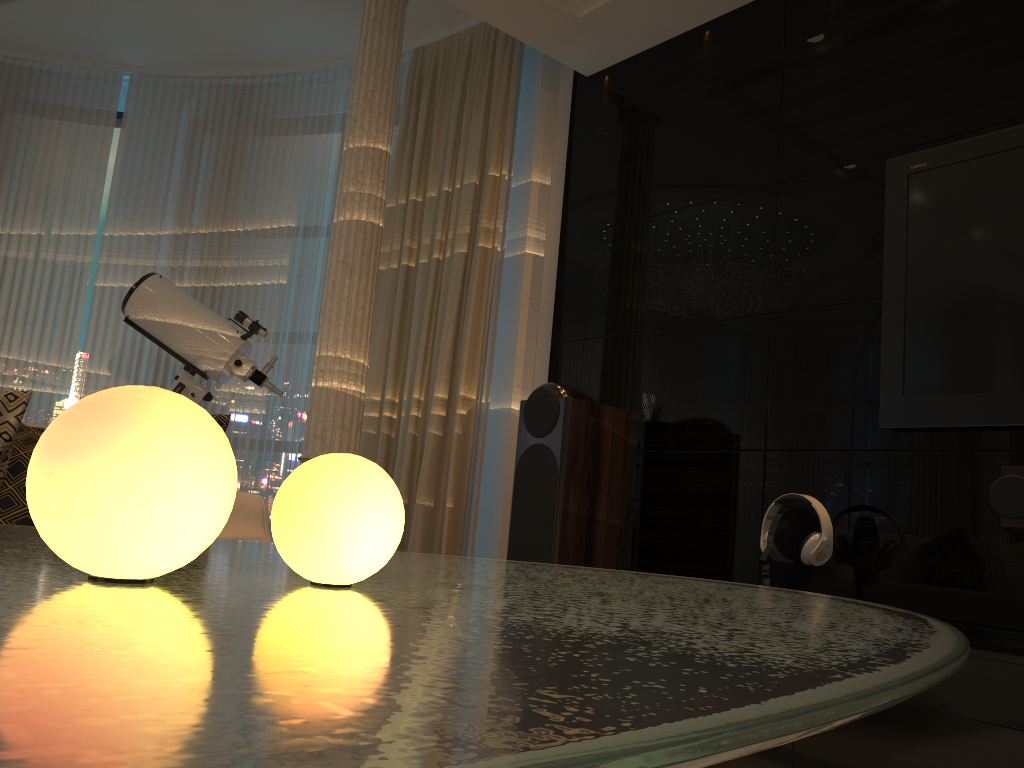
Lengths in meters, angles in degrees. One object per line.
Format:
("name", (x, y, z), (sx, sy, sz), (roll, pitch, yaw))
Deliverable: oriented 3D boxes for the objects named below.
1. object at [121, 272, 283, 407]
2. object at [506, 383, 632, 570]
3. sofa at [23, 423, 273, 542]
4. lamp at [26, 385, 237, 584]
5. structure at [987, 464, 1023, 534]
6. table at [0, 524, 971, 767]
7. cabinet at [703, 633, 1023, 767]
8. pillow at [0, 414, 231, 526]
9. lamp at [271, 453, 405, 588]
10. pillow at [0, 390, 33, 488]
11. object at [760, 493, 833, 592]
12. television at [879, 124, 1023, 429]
("object", (-1.237, 0.301, 3.366), (0.616, 1.471, 0.570), (11, -10, -33))
("object", (0.230, 0.577, 3.167), (0.468, 1.127, 0.285), (12, -11, -39))
("sofa", (-1.370, 0.362, 1.450), (2.328, 0.754, 1.145), (12, -11, -39))
("lamp", (-0.224, 0.059, 0.529), (0.115, 0.115, 0.115), (7, -9, -14))
("structure", (1.504, 0.278, 2.057), (0.107, 0.179, 0.745), (12, -11, -39))
("table", (-0.495, 0.359, 0.396), (2.140, 0.565, 0.999), (12, -11, -40))
("cabinet", (1.338, 0.825, 1.855), (0.416, 0.444, 2.842), (12, -11, -39))
("pillow", (-0.897, 0.251, 1.838), (0.575, 0.436, 0.301), (6, -9, -8))
("lamp", (-0.120, 0.093, 0.614), (0.090, 0.091, 0.090), (3, -9, 11))
("pillow", (-1.219, 0.186, 1.605), (0.575, 0.436, 0.301), (11, -10, -33))
("object", (0.825, 0.493, 2.587), (0.197, 0.343, 0.197), (3, -9, 15))
("television", (1.575, -0.316, 2.178), (0.055, 0.839, 1.358), (12, -11, -39))
